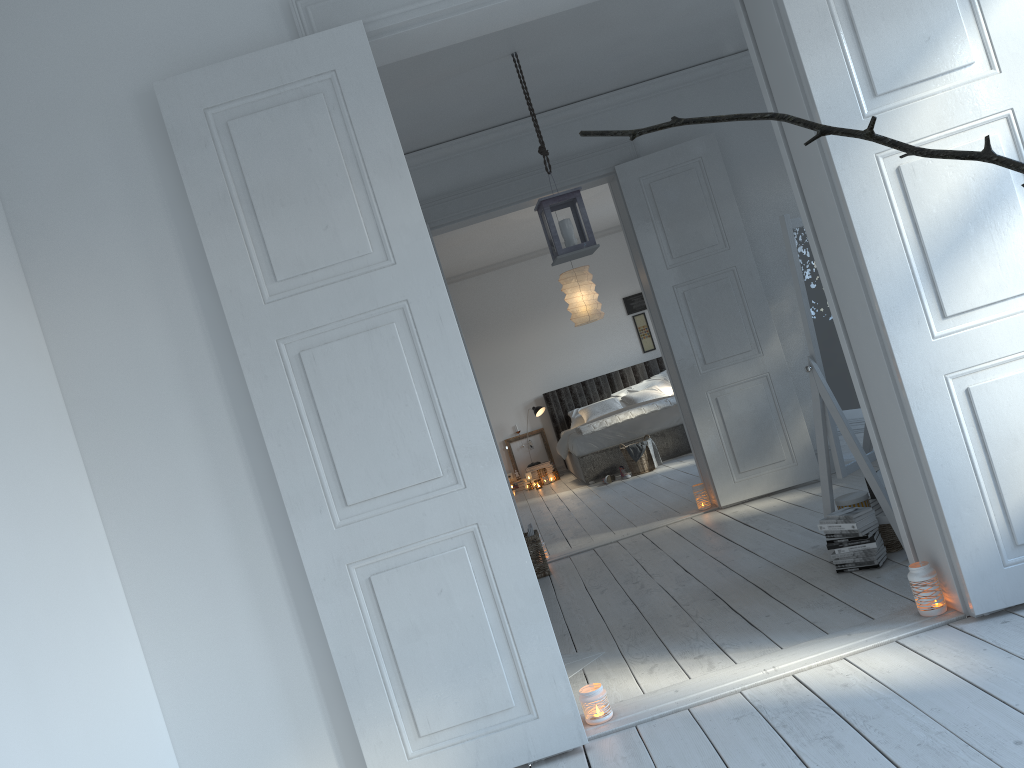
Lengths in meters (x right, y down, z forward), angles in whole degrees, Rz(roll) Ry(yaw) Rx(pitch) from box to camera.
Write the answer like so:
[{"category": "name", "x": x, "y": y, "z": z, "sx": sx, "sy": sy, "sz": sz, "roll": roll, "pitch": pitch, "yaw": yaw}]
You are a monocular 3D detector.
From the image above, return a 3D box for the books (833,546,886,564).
[{"category": "books", "x": 1.448, "y": 0.714, "z": 3.693, "sx": 0.181, "sy": 0.016, "sz": 0.128, "roll": -18, "pitch": -1, "yaw": 43}]

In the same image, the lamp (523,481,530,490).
[{"category": "lamp", "x": 0.186, "y": 1.225, "z": 10.655, "sx": 0.081, "sy": 0.098, "sz": 0.080, "roll": -18, "pitch": 0, "yaw": 32}]

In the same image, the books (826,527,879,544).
[{"category": "books", "x": 1.417, "y": 0.627, "z": 3.689, "sx": 0.179, "sy": 0.016, "sz": 0.128, "roll": -18, "pitch": -1, "yaw": 41}]

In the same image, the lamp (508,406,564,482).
[{"category": "lamp", "x": 0.181, "y": 0.796, "z": 11.048, "sx": 0.827, "sy": 0.936, "sz": 0.449, "roll": -18, "pitch": 0, "yaw": 16}]

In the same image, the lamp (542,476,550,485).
[{"category": "lamp", "x": 0.410, "y": 1.154, "z": 10.616, "sx": 0.081, "sy": 0.098, "sz": 0.080, "roll": -18, "pitch": 0, "yaw": 32}]

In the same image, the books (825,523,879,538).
[{"category": "books", "x": 1.416, "y": 0.610, "z": 3.691, "sx": 0.128, "sy": 0.016, "sz": 0.177, "roll": -17, "pitch": -1, "yaw": -35}]

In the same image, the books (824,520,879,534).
[{"category": "books", "x": 1.411, "y": 0.594, "z": 3.693, "sx": 0.128, "sy": 0.016, "sz": 0.181, "roll": -17, "pitch": -1, "yaw": -31}]

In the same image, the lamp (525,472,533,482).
[{"category": "lamp", "x": 0.202, "y": 1.117, "z": 10.655, "sx": 0.081, "sy": 0.098, "sz": 0.080, "roll": -18, "pitch": 0, "yaw": 41}]

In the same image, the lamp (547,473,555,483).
[{"category": "lamp", "x": 0.473, "y": 1.135, "z": 10.674, "sx": 0.081, "sy": 0.098, "sz": 0.080, "roll": -18, "pitch": 0, "yaw": 32}]

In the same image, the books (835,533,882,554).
[{"category": "books", "x": 1.442, "y": 0.665, "z": 3.691, "sx": 0.167, "sy": 0.022, "sz": 0.128, "roll": -18, "pitch": -1, "yaw": 32}]

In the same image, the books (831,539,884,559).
[{"category": "books", "x": 1.439, "y": 0.687, "z": 3.695, "sx": 0.187, "sy": 0.017, "sz": 0.132, "roll": -18, "pitch": -1, "yaw": 35}]

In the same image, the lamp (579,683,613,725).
[{"category": "lamp", "x": 0.273, "y": 1.048, "z": 2.904, "sx": 0.094, "sy": 0.110, "sz": 0.093, "roll": -18, "pitch": 0, "yaw": 15}]

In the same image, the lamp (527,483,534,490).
[{"category": "lamp", "x": 0.221, "y": 1.223, "z": 10.553, "sx": 0.067, "sy": 0.078, "sz": 0.069, "roll": -18, "pitch": 0, "yaw": 40}]

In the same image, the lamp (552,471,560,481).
[{"category": "lamp", "x": 0.534, "y": 1.113, "z": 10.743, "sx": 0.080, "sy": 0.107, "sz": 0.081, "roll": -17, "pitch": 0, "yaw": -29}]

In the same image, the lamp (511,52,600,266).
[{"category": "lamp", "x": 0.065, "y": -1.502, "z": 4.601, "sx": 0.228, "sy": 1.762, "sz": 0.228, "roll": -17, "pitch": 0, "yaw": -5}]

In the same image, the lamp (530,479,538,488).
[{"category": "lamp", "x": 0.272, "y": 1.198, "z": 10.652, "sx": 0.081, "sy": 0.098, "sz": 0.080, "roll": -18, "pitch": 0, "yaw": 32}]

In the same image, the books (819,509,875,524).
[{"category": "books", "x": 1.396, "y": 0.554, "z": 3.696, "sx": 0.132, "sy": 0.017, "sz": 0.187, "roll": -17, "pitch": -1, "yaw": -29}]

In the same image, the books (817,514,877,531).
[{"category": "books", "x": 1.396, "y": 0.576, "z": 3.699, "sx": 0.128, "sy": 0.026, "sz": 0.200, "roll": -17, "pitch": -1, "yaw": -30}]

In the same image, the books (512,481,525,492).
[{"category": "books", "x": 0.104, "y": 1.257, "z": 10.923, "sx": 0.175, "sy": 0.096, "sz": 0.262, "roll": -17, "pitch": -1, "yaw": -7}]

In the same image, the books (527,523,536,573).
[{"category": "books", "x": 0.074, "y": 1.051, "z": 5.539, "sx": 0.201, "sy": 0.300, "sz": 0.179, "roll": -17, "pitch": 0, "yaw": -2}]

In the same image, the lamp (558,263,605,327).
[{"category": "lamp", "x": 0.571, "y": -1.188, "z": 8.658, "sx": 0.339, "sy": 1.231, "sz": 0.340, "roll": -17, "pitch": 0, "yaw": 29}]

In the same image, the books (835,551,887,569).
[{"category": "books", "x": 1.453, "y": 0.730, "z": 3.691, "sx": 0.177, "sy": 0.016, "sz": 0.128, "roll": -18, "pitch": -1, "yaw": 39}]

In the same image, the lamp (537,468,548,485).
[{"category": "lamp", "x": 0.381, "y": 1.118, "z": 10.728, "sx": 0.117, "sy": 0.188, "sz": 0.121, "roll": -18, "pitch": 0, "yaw": 41}]

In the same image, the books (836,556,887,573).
[{"category": "books", "x": 1.454, "y": 0.747, "z": 3.689, "sx": 0.179, "sy": 0.016, "sz": 0.128, "roll": -18, "pitch": -1, "yaw": 36}]

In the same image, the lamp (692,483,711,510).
[{"category": "lamp", "x": 1.272, "y": 0.756, "z": 5.950, "sx": 0.089, "sy": 0.166, "sz": 0.089, "roll": -17, "pitch": 0, "yaw": -9}]

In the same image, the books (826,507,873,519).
[{"category": "books", "x": 1.400, "y": 0.536, "z": 3.684, "sx": 0.111, "sy": 0.014, "sz": 0.157, "roll": -17, "pitch": -1, "yaw": -22}]

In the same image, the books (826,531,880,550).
[{"category": "books", "x": 1.422, "y": 0.647, "z": 3.697, "sx": 0.194, "sy": 0.022, "sz": 0.128, "roll": -18, "pitch": -1, "yaw": 31}]

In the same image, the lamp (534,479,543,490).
[{"category": "lamp", "x": 0.306, "y": 1.179, "z": 10.421, "sx": 0.080, "sy": 0.106, "sz": 0.081, "roll": -17, "pitch": 0, "yaw": -25}]

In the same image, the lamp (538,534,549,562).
[{"category": "lamp", "x": 0.181, "y": 1.093, "z": 5.907, "sx": 0.092, "sy": 0.180, "sz": 0.093, "roll": -17, "pitch": 0, "yaw": -19}]

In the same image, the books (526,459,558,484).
[{"category": "books", "x": 0.378, "y": 1.102, "z": 11.059, "sx": 0.346, "sy": 0.232, "sz": 0.245, "roll": -17, "pitch": 0, "yaw": 7}]

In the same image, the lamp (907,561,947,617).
[{"category": "lamp", "x": 1.367, "y": 0.675, "z": 2.925, "sx": 0.089, "sy": 0.166, "sz": 0.089, "roll": -17, "pitch": 0, "yaw": -3}]
